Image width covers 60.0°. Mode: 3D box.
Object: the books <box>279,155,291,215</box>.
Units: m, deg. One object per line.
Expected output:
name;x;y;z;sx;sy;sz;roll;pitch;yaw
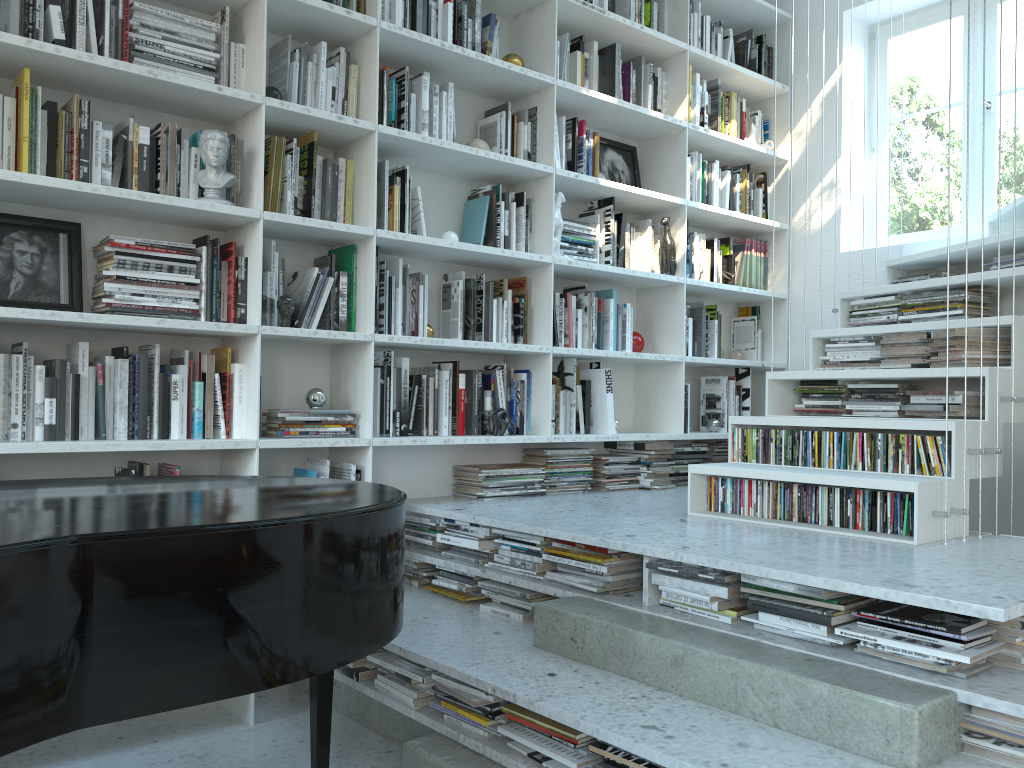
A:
books;-0.815;-0.665;3.092;0.015;0.232;0.180;1;-1;-39

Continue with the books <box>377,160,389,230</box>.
books;-0.519;-0.679;3.310;0.013;0.279;0.191;1;-1;-39

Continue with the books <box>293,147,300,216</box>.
books;-0.799;-0.686;3.131;0.035;0.278;0.139;1;-1;-39

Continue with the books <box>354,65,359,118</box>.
books;-0.619;-1.029;3.255;0.026;0.238;0.173;1;-1;-39

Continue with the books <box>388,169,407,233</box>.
books;-0.454;-0.671;3.388;0.006;0.270;0.178;1;-1;-39

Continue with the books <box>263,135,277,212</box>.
books;-0.858;-0.696;3.054;0.035;0.293;0.145;1;-1;-39

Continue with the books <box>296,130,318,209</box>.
books;-0.743;-0.715;3.154;0.021;0.337;0.169;1;-1;-39

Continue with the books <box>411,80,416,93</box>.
books;-0.416;-1.032;3.432;0.011;0.257;0.131;1;-1;-39

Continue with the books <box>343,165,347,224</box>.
books;-0.650;-0.666;3.251;0.019;0.247;0.149;1;-1;-39

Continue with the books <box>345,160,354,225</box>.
books;-0.633;-0.676;3.261;0.033;0.268;0.141;1;-1;-39

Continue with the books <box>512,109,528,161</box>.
books;0.006;-1.018;3.760;0.016;0.257;0.176;1;-1;-39

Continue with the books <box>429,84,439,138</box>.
books;-0.349;-1.024;3.469;0.025;0.245;0.183;1;-1;-39

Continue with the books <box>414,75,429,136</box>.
books;-0.384;-1.034;3.426;0.030;0.263;0.182;1;-1;-39

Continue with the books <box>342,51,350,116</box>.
books;-0.646;-1.049;3.233;0.025;0.277;0.173;1;-1;-39

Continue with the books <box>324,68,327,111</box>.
books;-0.711;-1.011;3.166;0.024;0.195;0.173;1;-1;-39

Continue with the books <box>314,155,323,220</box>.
books;-0.732;-0.672;3.167;0.033;0.253;0.174;1;-1;-39

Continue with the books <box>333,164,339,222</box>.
books;-0.677;-0.663;3.216;0.028;0.239;0.145;1;-1;-39

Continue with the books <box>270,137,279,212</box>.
books;-0.855;-0.696;3.070;0.035;0.293;0.145;1;-1;-39

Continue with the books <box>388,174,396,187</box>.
books;-0.492;-0.659;3.364;0.008;0.242;0.169;1;-1;-39

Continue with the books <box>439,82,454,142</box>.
books;-0.292;-1.036;3.509;0.024;0.272;0.169;1;-1;-39

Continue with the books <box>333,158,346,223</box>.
books;-0.655;-0.676;3.227;0.032;0.266;0.143;1;-1;-39

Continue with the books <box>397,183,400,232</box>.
books;-0.471;-0.643;3.371;0.007;0.211;0.158;1;-1;-39

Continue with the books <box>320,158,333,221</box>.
books;-0.698;-0.666;3.163;0.027;0.242;0.188;1;-1;-39

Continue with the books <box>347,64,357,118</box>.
books;-0.623;-1.025;3.231;0.028;0.229;0.176;1;-1;-39

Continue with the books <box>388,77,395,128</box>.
books;-0.490;-1.024;3.366;0.013;0.236;0.157;1;-1;-39

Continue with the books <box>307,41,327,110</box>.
books;-0.716;-1.051;3.148;0.028;0.275;0.187;1;-1;-39

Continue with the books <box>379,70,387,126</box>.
books;-0.522;-1.031;3.328;0.014;0.247;0.176;1;-1;-39

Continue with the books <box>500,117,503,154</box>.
books;-0.087;-0.994;3.706;0.005;0.205;0.154;1;-1;-39

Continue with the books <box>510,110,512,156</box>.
books;-0.056;-1.013;3.728;0.016;0.244;0.151;1;-1;-39

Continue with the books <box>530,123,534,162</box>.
books;0.034;-0.991;3.787;0.012;0.206;0.169;1;-1;-39

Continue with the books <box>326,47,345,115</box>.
books;-0.660;-1.058;3.225;0.028;0.293;0.154;1;-1;-39

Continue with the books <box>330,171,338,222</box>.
books;-0.685;-0.646;3.185;0.034;0.204;0.181;1;-1;-39

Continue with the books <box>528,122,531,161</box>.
books;0.017;-0.991;3.768;0.013;0.204;0.173;1;-1;-39

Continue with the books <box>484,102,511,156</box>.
books;-0.061;-1.025;3.709;0.015;0.267;0.164;1;-1;-39

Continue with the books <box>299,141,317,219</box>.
books;-0.741;-0.693;3.131;0.019;0.293;0.182;1;-1;-39

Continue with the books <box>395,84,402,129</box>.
books;-0.477;-1.013;3.380;0.026;0.216;0.161;1;-1;-39

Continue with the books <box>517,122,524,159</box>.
books;-0.012;-0.990;3.758;0.013;0.202;0.173;1;-1;-39

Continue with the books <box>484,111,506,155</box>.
books;-0.079;-1.008;3.710;0.012;0.232;0.154;1;-1;-39

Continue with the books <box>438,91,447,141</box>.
books;-0.317;-1.016;3.503;0.021;0.232;0.183;1;-1;-39

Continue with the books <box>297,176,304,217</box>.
books;-0.782;-0.637;3.148;0.030;0.181;0.131;1;-1;-39

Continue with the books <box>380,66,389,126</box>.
books;-0.513;-1.048;3.373;0.014;0.284;0.135;1;-1;-39

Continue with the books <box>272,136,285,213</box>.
books;-0.836;-0.696;3.067;0.035;0.293;0.145;1;-1;-39

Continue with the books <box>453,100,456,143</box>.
books;-0.277;-1.025;3.552;0.034;0.254;0.161;1;-1;-39

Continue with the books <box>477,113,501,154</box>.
books;-0.098;-1.002;3.702;0.015;0.220;0.140;1;-1;-39

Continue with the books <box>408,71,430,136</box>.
books;-0.378;-1.049;3.464;0.027;0.295;0.159;1;-1;-39

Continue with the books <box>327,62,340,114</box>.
books;-0.672;-1.028;3.212;0.024;0.234;0.149;1;-1;-39

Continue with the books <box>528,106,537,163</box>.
books;0.045;-1.027;3.787;0.005;0.278;0.182;1;-1;-39

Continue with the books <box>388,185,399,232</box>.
books;-0.485;-0.634;3.335;0.017;0.192;0.191;1;-1;-39

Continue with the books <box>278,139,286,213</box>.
books;-0.836;-0.695;3.086;0.035;0.293;0.145;1;-1;-39

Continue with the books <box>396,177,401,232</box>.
books;-0.469;-0.658;3.388;0.017;0.243;0.132;1;-1;-39

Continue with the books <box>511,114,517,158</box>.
books;-0.036;-1.004;3.746;0.016;0.228;0.160;1;-1;-39

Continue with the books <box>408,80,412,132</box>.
books;-0.439;-1.023;3.394;0.022;0.237;0.164;1;-1;-39

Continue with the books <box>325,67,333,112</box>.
books;-0.698;-1.011;3.180;0.027;0.196;0.185;1;-1;-39

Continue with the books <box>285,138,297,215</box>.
books;-0.800;-0.695;3.100;0.019;0.294;0.163;1;-1;-39

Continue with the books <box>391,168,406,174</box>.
books;-0.453;-0.673;3.396;0.006;0.273;0.167;1;-1;-39

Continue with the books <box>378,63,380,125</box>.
books;-0.543;-1.047;3.332;0.014;0.278;0.154;1;-1;-39

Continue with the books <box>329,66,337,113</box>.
books;-0.683;-1.017;3.194;0.029;0.211;0.157;1;-1;-39

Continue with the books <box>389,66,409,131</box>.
books;-0.449;-1.045;3.378;0.014;0.280;0.177;1;-1;-39

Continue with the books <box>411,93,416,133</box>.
books;-0.427;-1.001;3.415;0.025;0.194;0.171;1;-1;-39
